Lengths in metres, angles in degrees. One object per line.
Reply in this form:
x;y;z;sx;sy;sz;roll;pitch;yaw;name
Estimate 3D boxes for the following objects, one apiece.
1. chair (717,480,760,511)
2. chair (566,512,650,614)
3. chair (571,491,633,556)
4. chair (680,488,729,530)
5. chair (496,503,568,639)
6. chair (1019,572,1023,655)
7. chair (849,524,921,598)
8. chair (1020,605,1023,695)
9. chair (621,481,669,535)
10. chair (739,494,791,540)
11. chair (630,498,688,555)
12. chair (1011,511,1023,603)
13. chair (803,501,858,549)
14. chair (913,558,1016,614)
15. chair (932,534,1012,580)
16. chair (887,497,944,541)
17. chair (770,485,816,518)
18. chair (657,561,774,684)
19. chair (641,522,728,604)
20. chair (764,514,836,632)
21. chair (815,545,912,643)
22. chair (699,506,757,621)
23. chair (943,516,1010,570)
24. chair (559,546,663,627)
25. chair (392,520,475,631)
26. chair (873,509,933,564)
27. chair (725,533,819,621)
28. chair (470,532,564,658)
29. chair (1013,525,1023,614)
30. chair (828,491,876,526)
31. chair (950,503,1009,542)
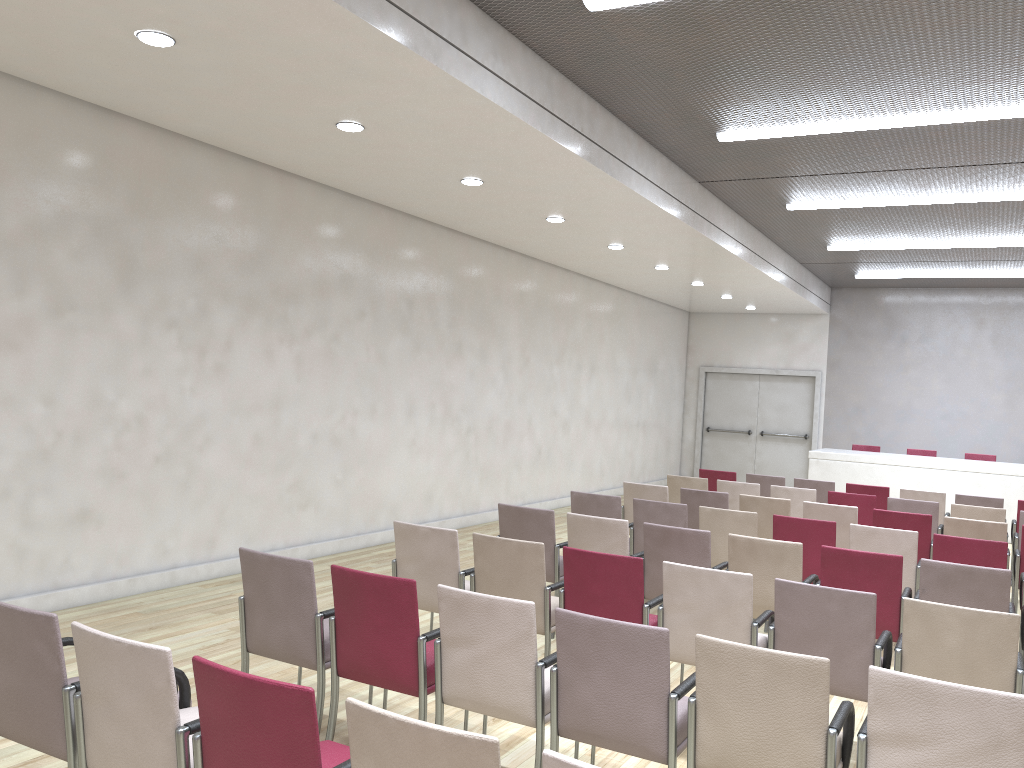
2.450;1.464;9.412;0.513;0.890;0.640;3;0;29;chair
0.682;1.336;6.172;0.513;0.890;0.640;3;0;29;chair
0.794;1.352;7.527;0.513;0.890;0.640;3;0;28;chair
1.860;1.421;8.333;0.513;0.890;0.640;3;0;28;chair
0.211;1.310;6.446;0.513;0.890;0.640;3;0;29;chair
3.692;1.515;5.939;0.513;0.890;0.640;3;0;29;chair
2.717;1.460;6.471;0.513;0.890;0.640;3;0;29;chair
3.086;1.471;4.862;0.513;0.890;0.640;3;0;28;chair
1.372;1.394;8.598;0.513;0.890;0.640;3;0;29;chair
2.340;1.448;8.083;0.513;0.890;0.640;3;0;28;chair
1.278;1.379;7.256;0.513;0.890;0.640;3;0;28;chair
4.862;1.599;8.090;0.513;0.890;0.640;3;0;29;chair
2.826;1.475;7.804;0.513;0.890;0.640;3;0;29;chair
2.606;1.445;5.134;0.513;0.890;0.640;3;0;29;chair
3.190;1.487;6.203;0.513;0.890;0.640;3;0;29;chair
3.898;1.545;8.620;0.513;0.890;0.640;3;0;29;chair
2.934;1.491;9.162;0.513;0.890;0.640;3;0;28;chair
1.060;1.348;4.582;0.513;0.890;0.640;3;0;28;chair
1.164;1.364;5.910;0.513;0.890;0.640;3;0;29;chair
2.246;1.434;6.738;0.513;0.890;0.640;3;0;28;chair
2.136;1.418;5.398;0.513;0.890;0.640;3;0;28;chair
1.753;1.406;6.997;0.513;0.890;0.640;3;0;29;chair
3.788;1.529;7.289;0.513;0.890;0.640;3;0;28;chair
0.576;1.321;4.833;0.513;0.890;0.640;3;0;28;chair
-0.387;1.267;5.364;0.513;0.890;0.640;3;0;29;chair
3.313;1.503;7.537;0.513;0.890;0.640;3;0;28;chair
1.650;1.391;5.641;0.513;0.890;0.640;3;0;29;chair
0.088;1.294;5.102;0.513;0.890;0.640;3;0;29;chair
4.267;1.556;7.028;0.513;0.890;0.640;3;0;28;chair
3.426;1.518;8.896;0.513;0.890;0.640;3;0;29;chair
4.379;1.572;8.370;0.513;0.890;0.640;3;0;28;chair
